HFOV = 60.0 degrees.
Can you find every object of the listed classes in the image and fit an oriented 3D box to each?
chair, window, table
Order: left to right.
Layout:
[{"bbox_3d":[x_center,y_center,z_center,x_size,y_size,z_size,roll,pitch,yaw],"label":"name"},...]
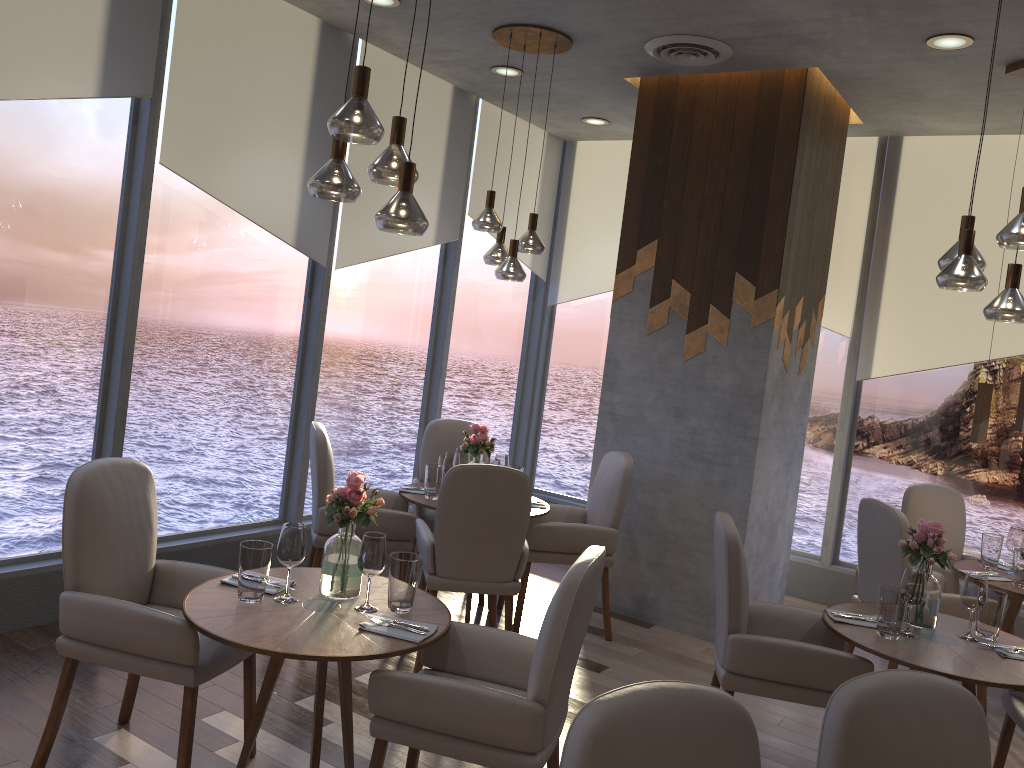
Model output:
[{"bbox_3d":[-1.187,0.789,2.987,0.600,0.999,0.528,8,2,14],"label":"chair"},{"bbox_3d":[-0.648,1.034,2.835,0.833,0.661,0.835,7,3,-7],"label":"table"},{"bbox_3d":[-0.823,0.727,4.717,0.599,0.999,0.529,7,2,-14],"label":"chair"},{"bbox_3d":[-0.365,0.741,5.401,0.528,0.999,0.601,7,2,-9],"label":"chair"},{"bbox_3d":[-0.245,0.956,4.895,0.835,0.661,0.834,8,3,19],"label":"table"},{"bbox_3d":[-0.201,0.833,4.253,0.528,0.999,0.601,7,2,-10],"label":"chair"},{"bbox_3d":[-0.077,0.946,2.680,0.600,0.999,0.528,8,2,14],"label":"chair"},{"bbox_3d":[0.305,0.852,4.956,0.599,0.999,0.529,7,2,-13],"label":"chair"},{"bbox_3d":[0.329,1.077,1.392,0.527,0.999,0.601,6,2,-26],"label":"chair"},{"bbox_3d":[1.059,-0.326,3.551,16.107,3.196,8.077,6,3,-12],"label":"window"},{"bbox_3d":[1.027,1.037,3.417,0.600,0.999,0.528,7,2,9],"label":"chair"},{"bbox_3d":[2.020,1.098,4.422,0.599,0.999,0.529,7,2,-7],"label":"chair"},{"bbox_3d":[1.554,1.278,3.312,0.834,0.661,0.834,7,3,7],"label":"table"},{"bbox_3d":[2.533,1.121,5.087,0.528,0.999,0.601,7,2,-14],"label":"chair"},{"bbox_3d":[0.847,1.127,1.612,0.527,0.999,0.601,6,2,-21],"label":"chair"},{"bbox_3d":[2.661,1.340,4.522,0.832,0.661,0.836,5,4,-37],"label":"table"},{"bbox_3d":[2.157,1.191,3.197,0.600,0.999,0.528,7,2,10],"label":"chair"}]

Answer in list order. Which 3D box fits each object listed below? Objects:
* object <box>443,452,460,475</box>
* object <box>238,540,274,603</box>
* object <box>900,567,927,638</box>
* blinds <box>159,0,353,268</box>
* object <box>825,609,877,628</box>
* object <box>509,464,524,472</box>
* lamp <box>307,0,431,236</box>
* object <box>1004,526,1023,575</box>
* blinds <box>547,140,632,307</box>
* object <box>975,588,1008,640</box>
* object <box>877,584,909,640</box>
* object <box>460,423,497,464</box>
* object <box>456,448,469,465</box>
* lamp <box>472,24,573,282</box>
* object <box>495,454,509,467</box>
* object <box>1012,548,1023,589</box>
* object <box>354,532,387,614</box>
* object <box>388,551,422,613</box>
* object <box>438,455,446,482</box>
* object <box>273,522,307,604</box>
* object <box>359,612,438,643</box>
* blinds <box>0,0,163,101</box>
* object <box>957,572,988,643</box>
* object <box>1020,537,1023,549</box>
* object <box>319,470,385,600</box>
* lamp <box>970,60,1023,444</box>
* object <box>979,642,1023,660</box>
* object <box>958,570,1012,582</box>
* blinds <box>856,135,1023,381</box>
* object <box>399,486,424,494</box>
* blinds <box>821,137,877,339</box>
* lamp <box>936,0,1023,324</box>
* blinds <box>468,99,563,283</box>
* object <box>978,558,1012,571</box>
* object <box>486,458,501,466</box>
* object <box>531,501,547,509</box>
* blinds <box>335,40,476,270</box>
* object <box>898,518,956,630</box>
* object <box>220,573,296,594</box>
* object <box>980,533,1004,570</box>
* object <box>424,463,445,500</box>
[{"bbox_3d":[-0.335,0.494,4.801,0.092,0.244,0.092,8,2,14],"label":"object"},{"bbox_3d":[-0.814,0.592,2.794,0.102,0.178,0.102,6,2,-18],"label":"object"},{"bbox_3d":[1.487,0.814,3.301,0.092,0.244,0.092,8,2,27],"label":"object"},{"bbox_3d":[-1.258,-2.023,4.728,0.007,2.678,1.172,8,2,33],"label":"blinds"},{"bbox_3d":[1.350,0.903,3.414,0.255,0.019,0.157,8,4,7],"label":"object"},{"bbox_3d":[0.006,0.555,5.039,0.102,0.178,0.102,6,2,-31],"label":"object"},{"bbox_3d":[-0.387,-1.149,2.798,0.440,1.325,0.439,8,2,35],"label":"lamp"},{"bbox_3d":[2.630,0.872,4.636,0.092,0.244,0.092,7,2,11],"label":"object"},{"bbox_3d":[0.943,-1.888,7.000,1.176,2.678,0.007,8,2,33],"label":"blinds"},{"bbox_3d":[1.831,0.883,3.399,0.102,0.178,0.102,8,2,25],"label":"object"},{"bbox_3d":[1.389,0.838,3.248,0.102,0.178,0.102,8,2,13],"label":"object"},{"bbox_3d":[-0.197,0.420,4.882,0.210,0.415,0.198,6,2,-20],"label":"object"},{"bbox_3d":[-0.292,0.487,5.008,0.092,0.244,0.092,8,2,35],"label":"object"},{"bbox_3d":[0.031,-1.225,4.851,0.439,1.325,0.440,7,2,0],"label":"lamp"},{"bbox_3d":[-0.069,0.517,4.962,0.092,0.244,0.092,6,2,-27],"label":"object"},{"bbox_3d":[2.513,0.908,4.354,0.102,0.178,0.102,8,2,13],"label":"object"},{"bbox_3d":[-0.452,0.602,2.836,0.092,0.244,0.092,7,2,-2],"label":"object"},{"bbox_3d":[-0.354,0.645,2.874,0.102,0.178,0.102,6,3,-36],"label":"object"},{"bbox_3d":[-0.378,0.504,5.080,0.102,0.178,0.102,9,3,44],"label":"object"},{"bbox_3d":[-0.708,0.570,2.831,0.092,0.244,0.092,8,2,19],"label":"object"},{"bbox_3d":[-0.365,0.734,2.709,0.255,0.019,0.157,8,4,17],"label":"object"},{"bbox_3d":[-1.901,-2.337,3.673,0.007,2.678,1.172,8,2,33],"label":"blinds"},{"bbox_3d":[1.740,0.842,3.346,0.092,0.244,0.092,7,2,-11],"label":"object"},{"bbox_3d":[2.588,0.880,4.436,0.092,0.244,0.092,7,2,7],"label":"object"},{"bbox_3d":[-0.541,0.497,2.956,0.198,0.415,0.210,7,2,5],"label":"object"},{"bbox_3d":[2.891,-0.542,4.459,1.160,1.929,0.118,7,2,-12],"label":"lamp"},{"bbox_3d":[1.846,0.976,3.237,0.255,0.019,0.157,8,4,9],"label":"object"},{"bbox_3d":[2.421,0.968,4.501,0.255,0.019,0.158,6,4,-13],"label":"object"},{"bbox_3d":[2.982,-1.264,5.646,1.176,2.678,0.007,8,2,33],"label":"blinds"},{"bbox_3d":[-0.493,0.583,4.883,0.255,0.019,0.158,7,4,-6],"label":"object"},{"bbox_3d":[1.980,-1.717,6.319,1.176,2.678,0.007,8,2,33],"label":"blinds"},{"bbox_3d":[1.827,-0.904,3.276,0.440,1.325,0.439,9,2,40],"label":"lamp"},{"bbox_3d":[0.124,-2.174,6.813,0.007,2.678,1.172,8,2,33],"label":"blinds"},{"bbox_3d":[2.672,0.981,4.795,0.157,0.019,0.255,6,4,-15],"label":"object"},{"bbox_3d":[-0.109,0.525,4.757,0.092,0.244,0.092,8,2,14],"label":"object"},{"bbox_3d":[0.064,0.652,4.889,0.255,0.019,0.158,7,4,-7],"label":"object"},{"bbox_3d":[-0.579,-2.004,5.773,0.007,2.678,1.172,8,2,33],"label":"blinds"},{"bbox_3d":[1.599,0.732,3.448,0.197,0.415,0.210,7,2,-10],"label":"object"},{"bbox_3d":[-0.827,0.661,2.962,0.255,0.019,0.157,8,4,16],"label":"object"},{"bbox_3d":[2.542,0.890,4.705,0.102,0.178,0.102,6,2,-18],"label":"object"},{"bbox_3d":[-0.419,0.521,4.728,0.102,0.178,0.102,5,3,-40],"label":"object"}]
